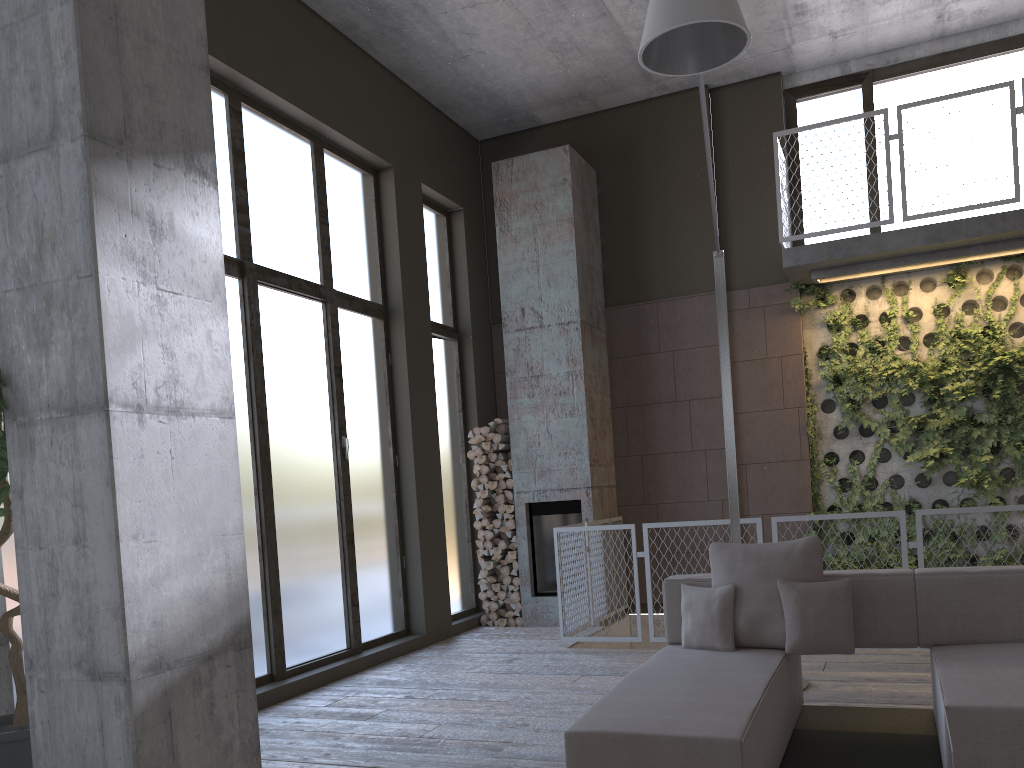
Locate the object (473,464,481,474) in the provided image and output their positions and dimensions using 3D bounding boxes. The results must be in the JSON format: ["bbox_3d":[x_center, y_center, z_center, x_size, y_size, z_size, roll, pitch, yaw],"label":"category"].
[{"bbox_3d":[-0.285,0.864,8.937,0.101,0.102,0.293,-5,-6,24],"label":"object"}]

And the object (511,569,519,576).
[{"bbox_3d":[0.096,1.879,8.855,0.071,0.072,0.423,-5,-7,22],"label":"object"}]

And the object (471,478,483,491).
[{"bbox_3d":[-0.313,1.026,8.944,0.064,0.124,0.364,-4,-6,22],"label":"object"}]

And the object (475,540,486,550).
[{"bbox_3d":[-0.255,1.636,8.952,0.089,0.108,0.366,-5,-6,22],"label":"object"}]

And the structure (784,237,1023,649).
[{"bbox_3d":[3.872,0.499,7.788,2.638,3.817,1.000,-4,1,23],"label":"structure"}]

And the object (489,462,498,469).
[{"bbox_3d":[-0.135,0.820,8.883,0.064,0.074,0.360,-5,-7,21],"label":"object"}]

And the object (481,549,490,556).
[{"bbox_3d":[-0.193,1.706,8.968,0.067,0.067,0.423,-5,-7,22],"label":"object"}]

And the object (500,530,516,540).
[{"bbox_3d":[-0.013,1.540,8.953,0.104,0.102,0.292,-5,-6,22],"label":"object"}]

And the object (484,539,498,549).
[{"bbox_3d":[-0.156,1.624,8.954,0.093,0.093,0.438,-5,-7,22],"label":"object"}]

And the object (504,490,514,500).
[{"bbox_3d":[0.037,1.116,8.797,0.089,0.108,0.366,-5,-6,22],"label":"object"}]

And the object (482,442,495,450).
[{"bbox_3d":[-0.160,0.634,8.862,0.094,0.083,0.480,-5,-7,22],"label":"object"}]

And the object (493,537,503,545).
[{"bbox_3d":[-0.076,1.602,8.947,0.101,0.086,0.363,-5,-7,22],"label":"object"}]

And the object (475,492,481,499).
[{"bbox_3d":[-0.250,1.127,8.916,0.067,0.067,0.423,-5,-7,22],"label":"object"}]

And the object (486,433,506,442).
[{"bbox_3d":[-0.145,0.541,8.813,0.104,0.083,0.363,-5,-7,22],"label":"object"}]

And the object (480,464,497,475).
[{"bbox_3d":[-0.216,0.859,8.858,0.099,0.106,0.294,-5,-6,24],"label":"object"}]

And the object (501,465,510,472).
[{"bbox_3d":[-0.003,0.858,8.836,0.067,0.084,0.426,-5,-7,21],"label":"object"}]

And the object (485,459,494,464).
[{"bbox_3d":[-0.204,0.786,8.882,0.089,0.056,0.333,-6,-7,22],"label":"object"}]

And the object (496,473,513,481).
[{"bbox_3d":[-0.030,0.945,8.880,0.115,0.079,0.436,-6,-7,22],"label":"object"}]

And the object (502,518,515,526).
[{"bbox_3d":[0.010,1.388,8.875,0.067,0.071,0.424,-5,-7,22],"label":"object"}]

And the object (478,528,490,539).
[{"bbox_3d":[-0.241,1.520,8.953,0.101,0.102,0.293,-5,-6,24],"label":"object"}]

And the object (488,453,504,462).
[{"bbox_3d":[-0.109,0.746,8.861,0.091,0.089,0.456,-5,-7,21],"label":"object"}]

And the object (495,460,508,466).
[{"bbox_3d":[-0.045,0.795,8.838,0.122,0.067,0.364,-6,-7,24],"label":"object"}]

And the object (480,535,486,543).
[{"bbox_3d":[-0.255,1.560,8.870,0.045,0.072,0.251,-4,-6,22],"label":"object"}]

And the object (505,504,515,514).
[{"bbox_3d":[0.071,1.250,8.827,0.094,0.083,0.480,-5,-7,22],"label":"object"}]

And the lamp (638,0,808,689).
[{"bbox_3d":[1.182,0.090,4.596,0.757,3.418,2.631,-4,-2,11],"label":"lamp"}]

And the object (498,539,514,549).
[{"bbox_3d":[-0.004,1.606,8.858,0.091,0.089,0.456,-5,-7,24],"label":"object"}]

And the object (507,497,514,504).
[{"bbox_3d":[0.047,1.171,8.870,0.101,0.086,0.363,-5,-7,22],"label":"object"}]

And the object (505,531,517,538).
[{"bbox_3d":[0.041,1.515,8.852,0.067,0.084,0.426,-5,-7,21],"label":"object"}]

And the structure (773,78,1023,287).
[{"bbox_3d":[3.927,-0.236,6.513,3.700,4.310,3.032,-5,-2,23],"label":"structure"}]

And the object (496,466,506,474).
[{"bbox_3d":[-0.057,0.884,8.937,0.104,0.102,0.292,-5,-6,22],"label":"object"}]

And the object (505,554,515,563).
[{"bbox_3d":[0.057,1.744,8.880,0.091,0.089,0.456,-5,-7,22],"label":"object"}]

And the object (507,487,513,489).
[{"bbox_3d":[0.051,1.000,8.799,0.101,0.102,0.293,-5,-6,24],"label":"object"}]

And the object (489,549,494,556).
[{"bbox_3d":[-0.119,1.699,8.935,0.067,0.067,0.423,-5,-7,22],"label":"object"}]

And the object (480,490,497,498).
[{"bbox_3d":[-0.183,1.108,8.883,0.094,0.083,0.480,-5,-7,22],"label":"object"}]

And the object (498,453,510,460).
[{"bbox_3d":[-0.034,0.731,8.859,0.067,0.071,0.424,-5,-7,22],"label":"object"}]

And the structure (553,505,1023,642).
[{"bbox_3d":[2.774,1.486,7.194,4.449,0.932,1.930,-7,-6,23],"label":"structure"}]

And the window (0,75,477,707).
[{"bbox_3d":[-2.308,-0.107,4.881,0.210,4.150,9.226,-3,-5,22],"label":"window"}]

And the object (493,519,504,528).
[{"bbox_3d":[-0.065,1.403,8.877,0.091,0.089,0.456,-5,-7,21],"label":"object"}]

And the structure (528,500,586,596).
[{"bbox_3d":[0.467,1.600,8.548,0.578,0.927,0.056,-4,1,24],"label":"structure"}]

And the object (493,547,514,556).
[{"bbox_3d":[-0.052,1.680,8.903,0.094,0.083,0.480,-5,-7,22],"label":"object"}]

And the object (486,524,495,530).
[{"bbox_3d":[-0.159,1.442,8.898,0.089,0.056,0.333,-6,-7,22],"label":"object"}]

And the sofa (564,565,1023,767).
[{"bbox_3d":[1.732,1.172,3.086,3.011,0.783,3.017,-7,-7,23],"label":"sofa"}]

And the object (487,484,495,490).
[{"bbox_3d":[-0.117,1.030,8.876,0.115,0.079,0.436,-6,-7,22],"label":"object"}]

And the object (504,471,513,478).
[{"bbox_3d":[0.031,0.911,8.832,0.071,0.072,0.423,-5,-7,22],"label":"object"}]

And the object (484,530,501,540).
[{"bbox_3d":[-0.172,1.516,8.874,0.099,0.106,0.294,-5,-6,24],"label":"object"}]

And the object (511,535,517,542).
[{"bbox_3d":[0.094,1.540,8.831,0.067,0.084,0.426,-5,-7,21],"label":"object"}]

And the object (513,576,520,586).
[{"bbox_3d":[0.131,1.972,8.856,0.092,0.092,0.438,-5,-7,22],"label":"object"}]

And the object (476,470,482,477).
[{"bbox_3d":[-0.299,0.903,8.854,0.045,0.072,0.251,-4,-6,22],"label":"object"}]

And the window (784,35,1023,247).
[{"bbox_3d":[4.312,-2.134,7.751,3.583,1.749,0.109,-6,0,24],"label":"window"}]
